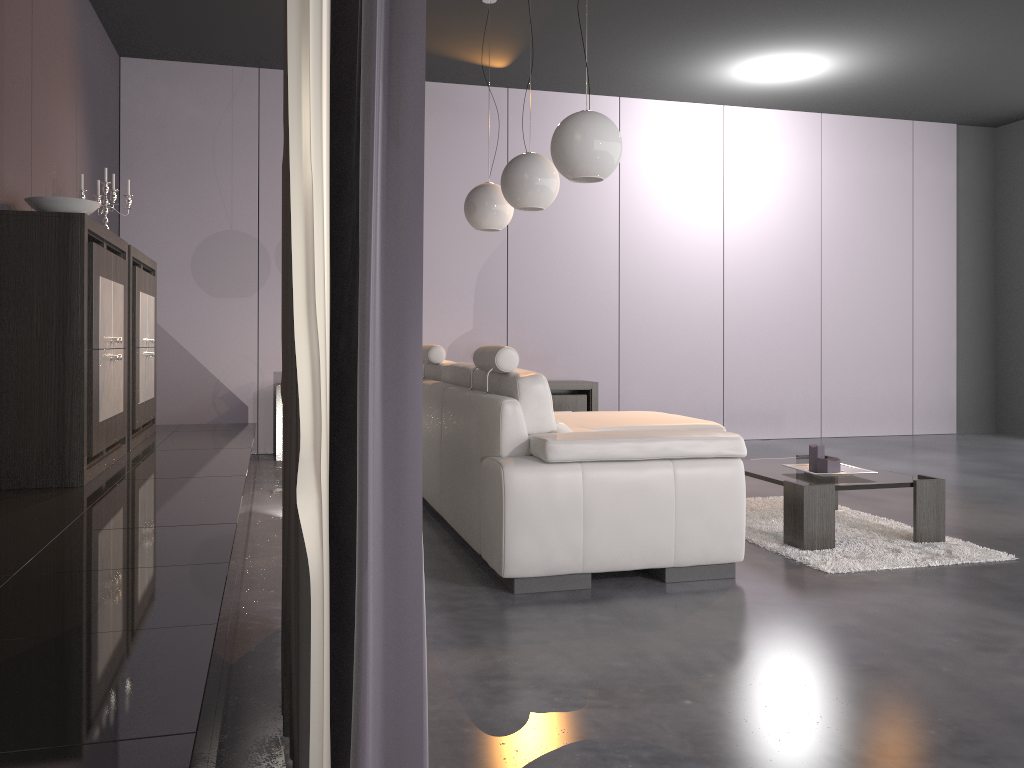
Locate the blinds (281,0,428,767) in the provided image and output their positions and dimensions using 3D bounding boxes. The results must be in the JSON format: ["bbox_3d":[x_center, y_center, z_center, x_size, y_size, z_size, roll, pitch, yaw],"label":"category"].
[{"bbox_3d":[-0.303,-0.713,1.671,0.248,2.996,3.290,0,1,-15],"label":"blinds"}]

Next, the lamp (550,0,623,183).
[{"bbox_3d":[0.318,-1.574,3.765,0.306,1.415,0.307,0,0,42],"label":"lamp"}]

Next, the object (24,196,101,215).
[{"bbox_3d":[-2.000,-0.752,3.948,0.309,0.116,0.309,1,2,19],"label":"object"}]

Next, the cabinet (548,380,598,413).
[{"bbox_3d":[0.136,0.260,7.193,1.072,0.555,0.377,0,1,-15],"label":"cabinet"}]

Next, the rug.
[{"bbox_3d":[1.416,0.670,4.163,0.916,0.023,1.527,-1,3,-15],"label":"rug"}]

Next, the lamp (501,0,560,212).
[{"bbox_3d":[0.095,-1.612,4.591,0.306,1.415,0.307,0,0,-12],"label":"lamp"}]

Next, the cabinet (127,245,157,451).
[{"bbox_3d":[-2.274,-0.209,5.080,0.411,1.075,1.073,0,1,-15],"label":"cabinet"}]

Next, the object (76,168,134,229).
[{"bbox_3d":[-2.220,-0.958,4.837,0.229,0.446,0.229,0,0,2],"label":"object"}]

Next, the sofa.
[{"bbox_3d":[0.484,0.226,4.627,1.868,0.858,2.864,0,2,-15],"label":"sofa"}]

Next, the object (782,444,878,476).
[{"bbox_3d":[1.454,0.343,4.070,0.304,0.137,0.304,0,2,-11],"label":"object"}]

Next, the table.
[{"bbox_3d":[1.422,0.532,4.180,0.700,0.270,0.906,0,2,-15],"label":"table"}]

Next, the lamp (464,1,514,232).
[{"bbox_3d":[-0.141,-1.652,5.450,0.306,1.415,0.307,0,0,-12],"label":"lamp"}]

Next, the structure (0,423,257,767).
[{"bbox_3d":[-1.143,0.626,1.903,1.000,0.300,8.779,-1,3,-15],"label":"structure"}]

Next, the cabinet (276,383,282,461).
[{"bbox_3d":[-1.261,0.274,6.815,1.072,0.555,0.377,0,1,-15],"label":"cabinet"}]

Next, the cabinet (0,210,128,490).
[{"bbox_3d":[-1.969,-0.157,3.955,0.411,1.075,1.073,0,1,-15],"label":"cabinet"}]
